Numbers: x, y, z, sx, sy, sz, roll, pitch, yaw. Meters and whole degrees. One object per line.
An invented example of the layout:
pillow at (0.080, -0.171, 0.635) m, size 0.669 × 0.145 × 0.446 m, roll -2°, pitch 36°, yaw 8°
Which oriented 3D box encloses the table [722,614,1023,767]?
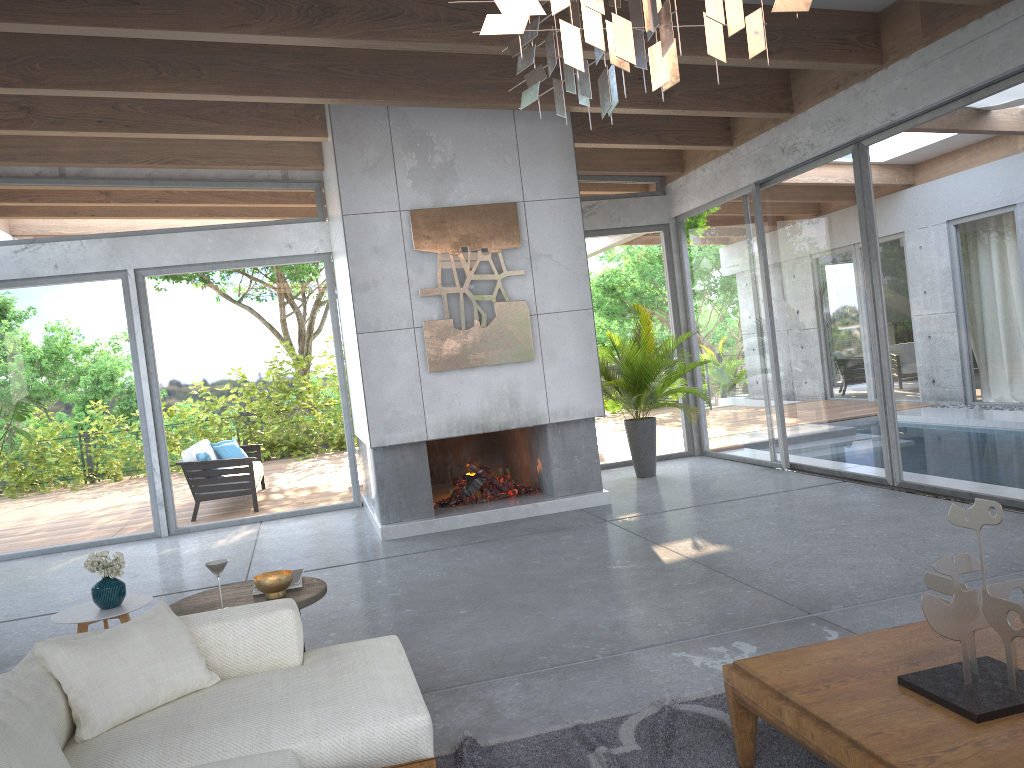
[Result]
table at (1.317, 0.986, 2.391) m, size 1.048 × 0.352 × 1.112 m, roll -7°, pitch 2°, yaw -13°

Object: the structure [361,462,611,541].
structure at (-0.392, 0.881, 8.582) m, size 2.012 × 0.595 × 2.203 m, roll -7°, pitch 2°, yaw -13°

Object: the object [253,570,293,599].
object at (-1.063, 0.901, 3.966) m, size 0.173 × 0.097 × 0.173 m, roll -8°, pitch 2°, yaw -34°

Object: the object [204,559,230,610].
object at (-1.254, 0.870, 3.806) m, size 0.099 × 0.212 × 0.099 m, roll -6°, pitch 2°, yaw 17°

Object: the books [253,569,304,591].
books at (-1.102, 0.926, 4.202) m, size 0.205 × 0.012 × 0.290 m, roll -7°, pitch 2°, yaw -8°

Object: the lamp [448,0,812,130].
lamp at (0.116, -1.302, 1.992) m, size 0.862 × 1.400 × 0.636 m, roll -6°, pitch 2°, yaw 33°

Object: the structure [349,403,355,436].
structure at (-4.472, 1.300, 9.541) m, size 15.587 × 3.022 × 31.708 m, roll -6°, pitch 2°, yaw 27°

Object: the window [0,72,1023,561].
window at (1.088, -0.682, 2.037) m, size 14.294 × 3.764 × 23.280 m, roll -7°, pitch 2°, yaw -13°

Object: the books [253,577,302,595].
books at (-1.109, 0.940, 4.203) m, size 0.220 × 0.015 × 0.303 m, roll -7°, pitch 2°, yaw -14°

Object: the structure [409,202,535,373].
structure at (-0.328, -0.818, 7.438) m, size 0.919 × 1.351 × 0.041 m, roll -7°, pitch 2°, yaw -13°

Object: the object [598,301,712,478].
object at (1.281, 0.042, 9.083) m, size 1.484 × 1.819 × 1.798 m, roll -7°, pitch 2°, yaw -6°

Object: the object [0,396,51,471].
object at (-4.847, 0.934, 7.618) m, size 1.416 × 1.540 × 1.731 m, roll -7°, pitch 2°, yaw 6°

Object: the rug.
rug at (0.779, 1.198, 2.320) m, size 3.186 × 0.056 × 2.187 m, roll -7°, pitch 2°, yaw -13°

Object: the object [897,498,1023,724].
object at (1.236, 0.557, 2.394) m, size 0.346 × 0.518 × 0.379 m, roll -7°, pitch 2°, yaw -13°

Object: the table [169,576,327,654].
table at (-1.178, 1.184, 4.007) m, size 0.725 × 0.441 × 0.725 m, roll -5°, pitch 2°, yaw 38°

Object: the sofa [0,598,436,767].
sofa at (-0.460, 1.079, 1.868) m, size 1.965 × 0.777 × 3.733 m, roll -7°, pitch 2°, yaw -13°
